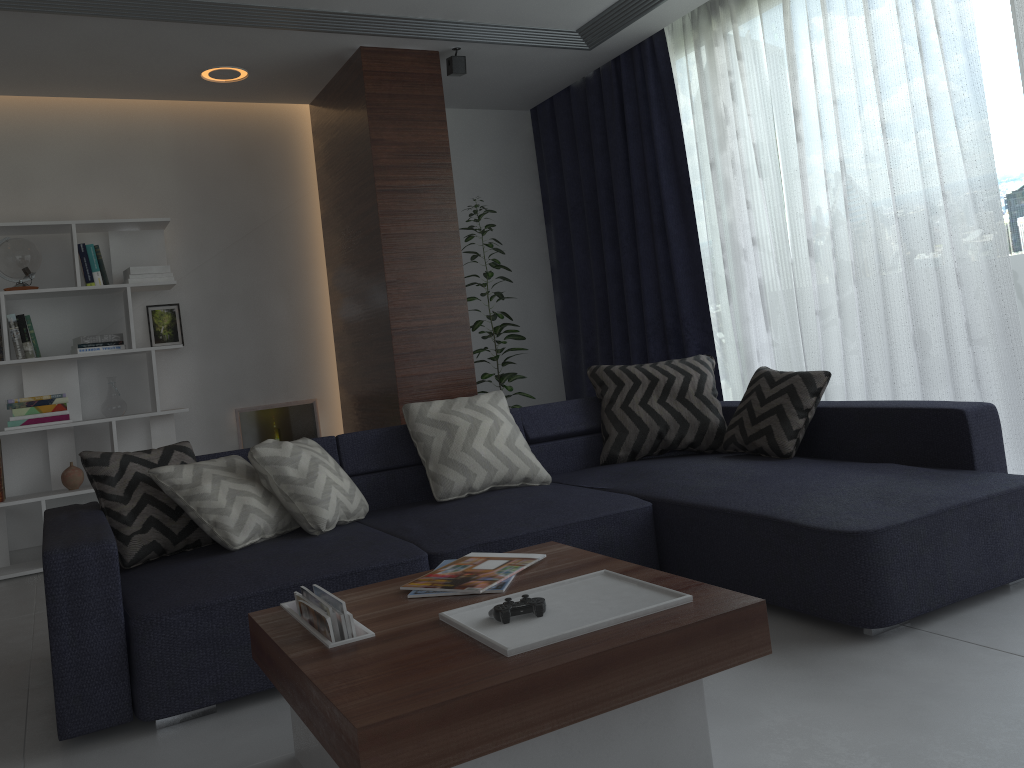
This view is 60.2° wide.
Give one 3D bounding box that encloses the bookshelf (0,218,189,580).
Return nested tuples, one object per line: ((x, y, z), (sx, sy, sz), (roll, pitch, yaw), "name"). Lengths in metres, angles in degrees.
((-2.393, 0.042, 4.786), (1.154, 1.826, 0.298), (-6, -3, -28), "bookshelf")

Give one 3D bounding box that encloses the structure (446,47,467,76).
((-0.312, -1.786, 4.922), (0.085, 0.143, 0.114), (-6, -1, -23), "structure")

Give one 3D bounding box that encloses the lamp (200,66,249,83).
((-3.159, -1.323, 0.615), (9.629, 0.084, 5.315), (-9, 3, -41), "lamp")

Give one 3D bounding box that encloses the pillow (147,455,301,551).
((-0.956, 0.394, 3.014), (0.329, 0.295, 0.417), (-7, 0, 24), "pillow")

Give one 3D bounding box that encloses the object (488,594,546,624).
((0.013, 0.435, 1.724), (0.113, 0.036, 0.070), (-7, 1, -15), "object")

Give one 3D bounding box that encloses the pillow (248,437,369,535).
((-0.720, 0.352, 3.172), (0.279, 0.352, 0.419), (-7, 0, 15), "pillow")

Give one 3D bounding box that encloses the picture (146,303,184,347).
((-2.026, -0.340, 5.162), (0.182, 0.257, 0.058), (-6, -3, -28), "picture")

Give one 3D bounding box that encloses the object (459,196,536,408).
((-0.111, -0.262, 5.492), (0.500, 1.851, 0.484), (-8, -3, 31), "object")

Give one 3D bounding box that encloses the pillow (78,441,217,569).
((-1.203, 0.387, 2.998), (0.220, 0.387, 0.417), (-8, -1, 33), "pillow")

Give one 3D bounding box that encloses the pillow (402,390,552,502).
((-0.152, 0.242, 3.549), (0.497, 0.389, 0.341), (-7, 0, -28), "pillow")

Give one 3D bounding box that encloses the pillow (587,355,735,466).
((0.668, 0.148, 3.984), (0.597, 0.520, 0.354), (-7, -1, 3), "pillow")

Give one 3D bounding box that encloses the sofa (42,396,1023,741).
((0.088, 0.439, 2.911), (2.884, 0.610, 1.890), (-8, 2, -28), "sofa")

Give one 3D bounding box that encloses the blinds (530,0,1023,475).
((-0.461, -0.555, 2.103), (5.819, 2.779, 7.103), (-7, 2, -24), "blinds")

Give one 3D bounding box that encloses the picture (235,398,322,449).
((-1.394, 0.467, 5.394), (0.502, 0.701, 0.083), (-6, -3, -28), "picture")

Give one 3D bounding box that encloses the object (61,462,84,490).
((-2.358, 0.492, 4.739), (0.111, 0.148, 0.122), (-6, -1, -30), "object")

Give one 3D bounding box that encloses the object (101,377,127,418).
((-2.189, 0.072, 4.846), (0.132, 0.220, 0.131), (-6, -2, -22), "object")

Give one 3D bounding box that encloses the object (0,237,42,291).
((-2.622, -0.594, 4.690), (0.235, 0.385, 0.219), (-6, -2, -8), "object")

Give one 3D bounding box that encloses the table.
((-0.042, 0.625, 1.821), (0.803, 0.353, 0.801), (-7, 2, -28), "table")

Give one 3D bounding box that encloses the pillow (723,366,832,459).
((1.058, 0.109, 3.574), (0.287, 0.345, 0.413), (-6, 0, -23), "pillow")
